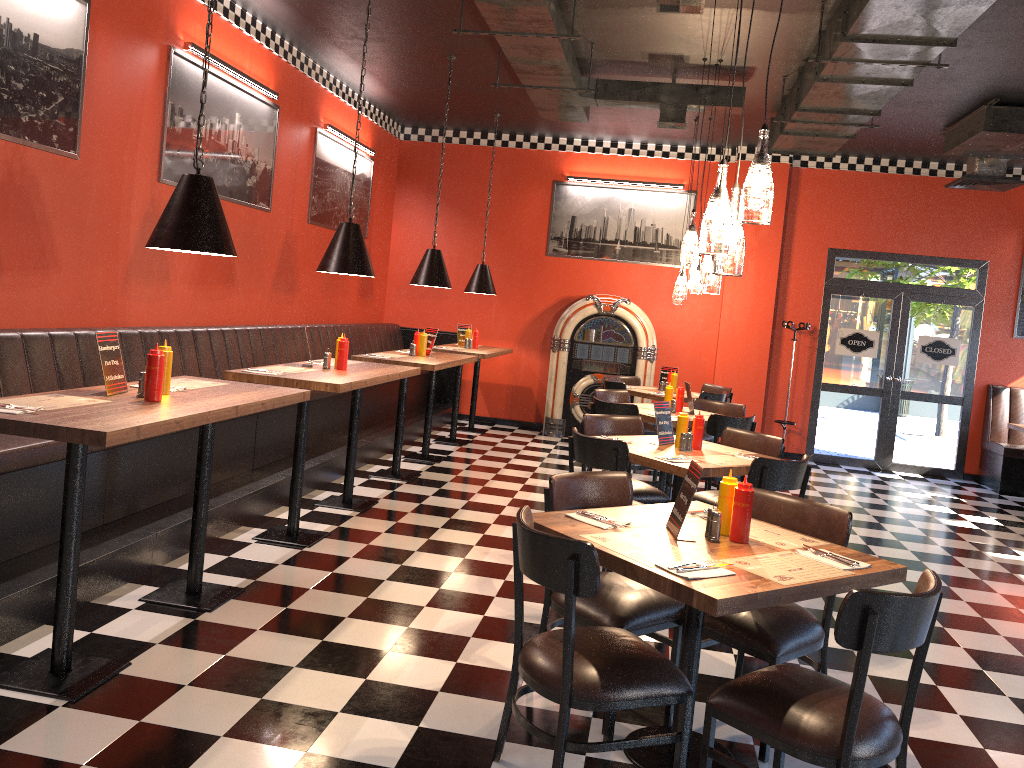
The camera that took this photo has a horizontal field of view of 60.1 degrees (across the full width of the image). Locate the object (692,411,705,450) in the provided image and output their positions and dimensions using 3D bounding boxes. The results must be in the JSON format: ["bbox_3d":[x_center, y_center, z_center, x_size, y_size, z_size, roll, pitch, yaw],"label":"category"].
[{"bbox_3d":[1.116,0.275,5.315,0.068,0.237,0.068,6,3,14],"label":"object"}]

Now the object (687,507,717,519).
[{"bbox_3d":[0.787,0.513,3.534,0.255,0.019,0.158,2,6,-35],"label":"object"}]

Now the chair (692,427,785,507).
[{"bbox_3d":[1.382,0.736,5.609,0.544,0.866,0.488,3,4,-36],"label":"chair"}]

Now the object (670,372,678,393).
[{"bbox_3d":[1.706,-0.026,9.329,0.068,0.237,0.068,6,3,6],"label":"object"}]

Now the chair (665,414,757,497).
[{"bbox_3d":[1.563,0.638,6.902,0.486,0.866,0.546,4,4,-32],"label":"chair"}]

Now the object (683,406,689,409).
[{"bbox_3d":[1.432,0.198,7.763,0.255,0.019,0.158,2,6,-36],"label":"object"}]

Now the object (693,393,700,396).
[{"bbox_3d":[2.001,0.119,9.266,0.157,0.019,0.256,2,6,-35],"label":"object"}]

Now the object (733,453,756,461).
[{"bbox_3d":[1.397,0.427,5.152,0.157,0.019,0.256,2,6,-36],"label":"object"}]

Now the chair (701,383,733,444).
[{"bbox_3d":[2.076,0.440,9.684,0.544,0.866,0.488,4,4,-26],"label":"chair"}]

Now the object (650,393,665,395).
[{"bbox_3d":[1.521,0.097,8.986,0.255,0.019,0.158,2,6,-32],"label":"object"}]

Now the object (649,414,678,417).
[{"bbox_3d":[1.213,0.244,7.006,0.255,0.019,0.158,2,6,-34],"label":"object"}]

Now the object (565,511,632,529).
[{"bbox_3d":[0.331,0.495,3.234,0.157,0.019,0.256,1,7,-41],"label":"object"}]

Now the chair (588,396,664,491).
[{"bbox_3d":[0.882,0.559,7.056,0.544,0.866,0.488,3,4,-41],"label":"chair"}]

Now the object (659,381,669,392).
[{"bbox_3d":[1.610,0.014,9.360,0.094,0.136,0.047,6,3,9],"label":"object"}]

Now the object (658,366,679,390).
[{"bbox_3d":[1.680,-0.056,9.524,0.188,0.256,0.072,7,3,19],"label":"object"}]

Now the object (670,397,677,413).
[{"bbox_3d":[1.338,0.168,7.339,0.047,0.136,0.094,5,3,-1],"label":"object"}]

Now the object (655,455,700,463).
[{"bbox_3d":[0.922,0.407,4.863,0.255,0.019,0.158,2,6,-33],"label":"object"}]

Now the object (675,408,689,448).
[{"bbox_3d":[1.024,0.264,5.332,0.068,0.237,0.068,6,3,14],"label":"object"}]

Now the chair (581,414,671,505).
[{"bbox_3d":[0.701,0.657,5.762,0.486,0.866,0.546,4,4,-27],"label":"chair"}]

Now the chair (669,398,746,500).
[{"bbox_3d":[1.691,0.585,7.641,0.487,0.866,0.544,7,4,32],"label":"chair"}]

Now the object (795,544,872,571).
[{"bbox_3d":[1.076,0.586,3.023,0.157,0.019,0.256,2,6,-32],"label":"object"}]

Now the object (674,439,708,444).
[{"bbox_3d":[1.115,0.358,5.617,0.255,0.019,0.158,1,7,-43],"label":"object"}]

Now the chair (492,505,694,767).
[{"bbox_3d":[0.243,0.871,2.858,0.544,0.866,0.488,4,3,-24],"label":"chair"}]

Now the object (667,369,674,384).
[{"bbox_3d":[1.683,-0.036,9.419,0.068,0.237,0.068,6,3,6],"label":"object"}]

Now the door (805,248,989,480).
[{"bbox_3d":[4.530,-0.250,10.474,1.801,2.567,0.128,6,3,9],"label":"door"}]

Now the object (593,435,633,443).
[{"bbox_3d":[0.625,0.335,5.351,0.157,0.019,0.256,2,6,-34],"label":"object"}]

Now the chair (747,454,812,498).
[{"bbox_3d":[1.311,0.793,4.898,0.486,0.866,0.546,3,4,-39],"label":"chair"}]

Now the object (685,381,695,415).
[{"bbox_3d":[1.480,0.116,7.380,0.072,0.256,0.189,5,3,-1],"label":"object"}]

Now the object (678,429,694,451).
[{"bbox_3d":[1.031,0.326,5.232,0.093,0.136,0.047,4,3,-31],"label":"object"}]

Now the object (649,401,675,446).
[{"bbox_3d":[0.930,0.238,5.415,0.072,0.256,0.188,8,4,39],"label":"object"}]

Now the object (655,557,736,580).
[{"bbox_3d":[0.581,0.564,2.736,0.255,0.019,0.158,2,6,-33],"label":"object"}]

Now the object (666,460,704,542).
[{"bbox_3d":[0.615,0.409,3.157,0.072,0.256,0.189,5,3,-1],"label":"object"}]

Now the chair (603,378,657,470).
[{"bbox_3d":[1.172,0.402,9.132,0.544,0.866,0.488,5,3,-16],"label":"chair"}]

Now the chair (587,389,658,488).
[{"bbox_3d":[0.953,0.502,7.766,0.486,0.866,0.546,3,4,-44],"label":"chair"}]

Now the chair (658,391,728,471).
[{"bbox_3d":[1.859,0.481,8.990,0.546,0.866,0.486,8,4,41],"label":"chair"}]

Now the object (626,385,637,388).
[{"bbox_3d":[1.233,0.025,9.479,0.157,0.019,0.256,2,6,-33],"label":"object"}]

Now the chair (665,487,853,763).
[{"bbox_3d":[0.984,0.889,3.465,0.544,0.866,0.488,3,4,-42],"label":"chair"}]

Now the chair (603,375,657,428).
[{"bbox_3d":[1.257,0.356,9.731,0.486,0.866,0.546,4,4,-27],"label":"chair"}]

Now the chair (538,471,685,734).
[{"bbox_3d":[0.387,0.824,3.548,0.486,0.866,0.546,3,4,-41],"label":"chair"}]

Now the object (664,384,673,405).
[{"bbox_3d":[1.314,0.105,7.431,0.068,0.237,0.068,6,3,14],"label":"object"}]

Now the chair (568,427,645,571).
[{"bbox_3d":[0.574,0.710,5.023,0.544,0.866,0.488,3,4,-33],"label":"chair"}]

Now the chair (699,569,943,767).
[{"bbox_3d":[0.934,0.957,2.642,0.486,0.866,0.546,3,4,-41],"label":"chair"}]

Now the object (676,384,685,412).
[{"bbox_3d":[1.405,0.115,7.415,0.068,0.237,0.068,6,3,14],"label":"object"}]
